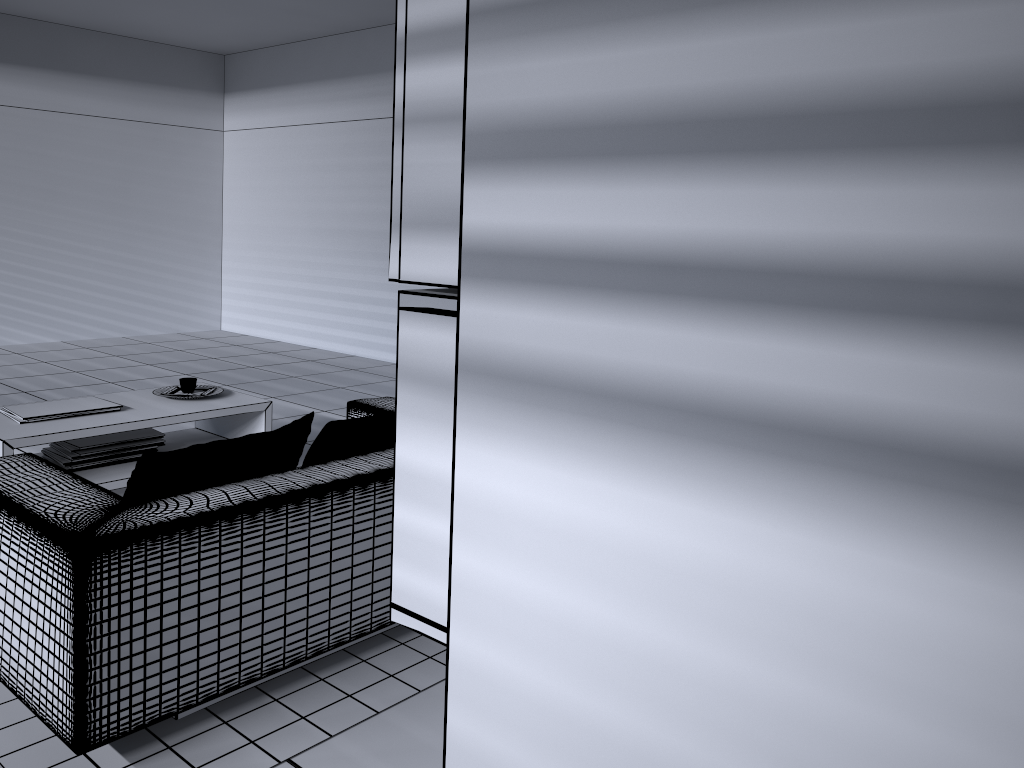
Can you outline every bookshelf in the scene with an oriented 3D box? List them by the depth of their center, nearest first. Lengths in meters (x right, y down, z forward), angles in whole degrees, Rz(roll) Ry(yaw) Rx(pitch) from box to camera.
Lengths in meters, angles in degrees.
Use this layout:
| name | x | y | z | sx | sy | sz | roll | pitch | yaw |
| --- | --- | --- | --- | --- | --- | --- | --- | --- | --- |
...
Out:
| name | x | y | z | sx | sy | sz | roll | pitch | yaw |
| --- | --- | --- | --- | --- | --- | --- | --- | --- | --- |
| bookshelf | 0.896 | -0.464 | 2.025 | 0.329 | 1.239 | 2.832 | 6 | 9 | 40 |

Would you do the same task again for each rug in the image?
| name | x | y | z | sx | sy | sz | roll | pitch | yaw |
| --- | --- | --- | --- | --- | --- | --- | --- | --- | --- |
| rug | -0.780 | 0.684 | 3.153 | 1.812 | 0.001 | 2.244 | 11 | 13 | 40 |

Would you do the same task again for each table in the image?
| name | x | y | z | sx | sy | sz | roll | pitch | yaw |
| --- | --- | --- | --- | --- | --- | --- | --- | --- | --- |
| table | -1.807 | 0.296 | 4.050 | 0.655 | 0.384 | 1.207 | 9 | 12 | 40 |

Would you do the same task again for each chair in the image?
| name | x | y | z | sx | sy | sz | roll | pitch | yaw |
| --- | --- | --- | --- | --- | --- | --- | --- | --- | --- |
| chair | -0.770 | 0.456 | 2.861 | 0.967 | 0.546 | 1.658 | 9 | 12 | 40 |

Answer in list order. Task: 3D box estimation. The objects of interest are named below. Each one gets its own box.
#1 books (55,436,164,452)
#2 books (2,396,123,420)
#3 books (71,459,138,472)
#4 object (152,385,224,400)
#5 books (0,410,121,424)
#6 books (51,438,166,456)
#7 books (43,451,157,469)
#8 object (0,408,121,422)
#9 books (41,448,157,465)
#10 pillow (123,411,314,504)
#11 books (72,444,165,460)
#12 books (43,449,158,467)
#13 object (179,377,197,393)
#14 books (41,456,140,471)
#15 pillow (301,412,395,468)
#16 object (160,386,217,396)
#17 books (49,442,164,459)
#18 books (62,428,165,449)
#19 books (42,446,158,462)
| name | x | y | z | sx | sy | sz | roll | pitch | yaw |
| --- | --- | --- | --- | --- | --- | --- | --- | --- | --- |
| books | -1.866 | 0.249 | 4.046 | 0.287 | 0.008 | 0.417 | 11 | 13 | 41 |
| books | -1.986 | 0.103 | 3.889 | 0.287 | 0.008 | 0.417 | 11 | 13 | 41 |
| books | -1.884 | 0.339 | 4.029 | 0.287 | 0.008 | 0.417 | 11 | 13 | 41 |
| object | -1.585 | 0.046 | 4.319 | 0.329 | 0.024 | 0.334 | -2 | 11 | -19 |
| books | -1.994 | 0.119 | 3.881 | 0.287 | 0.008 | 0.417 | 11 | 13 | 41 |
| books | -1.847 | 0.266 | 4.054 | 0.287 | 0.008 | 0.417 | 11 | 13 | 41 |
| books | -1.871 | 0.320 | 4.032 | 0.287 | 0.008 | 0.417 | 11 | 13 | 41 |
| object | -1.979 | 0.112 | 3.883 | 0.287 | 0.008 | 0.417 | 11 | 13 | 41 |
| books | -1.889 | 0.302 | 4.023 | 0.287 | 0.008 | 0.417 | 11 | 13 | 41 |
| pillow | -0.870 | 0.298 | 2.548 | 0.302 | 0.394 | 0.569 | 7 | 9 | 38 |
| books | -1.861 | 0.285 | 4.051 | 0.287 | 0.008 | 0.417 | 11 | 13 | 41 |
| books | -1.885 | 0.310 | 4.029 | 0.287 | 0.008 | 0.417 | 11 | 13 | 41 |
| object | -1.583 | 0.009 | 4.321 | 0.096 | 0.069 | 0.085 | 5 | 8 | 22 |
| books | -1.888 | 0.331 | 4.024 | 0.287 | 0.008 | 0.417 | 11 | 13 | 41 |
| pillow | -0.490 | 0.256 | 2.988 | 0.342 | 0.385 | 0.570 | 7 | 10 | 38 |
| object | -1.582 | 0.039 | 4.321 | 0.217 | 0.012 | 0.217 | 1 | 10 | -3 |
| books | -1.865 | 0.277 | 4.046 | 0.287 | 0.008 | 0.417 | 11 | 13 | 41 |
| books | -1.848 | 0.237 | 4.054 | 0.287 | 0.008 | 0.417 | 11 | 13 | 41 |
| books | -1.872 | 0.291 | 4.032 | 0.287 | 0.008 | 0.417 | 11 | 13 | 41 |
